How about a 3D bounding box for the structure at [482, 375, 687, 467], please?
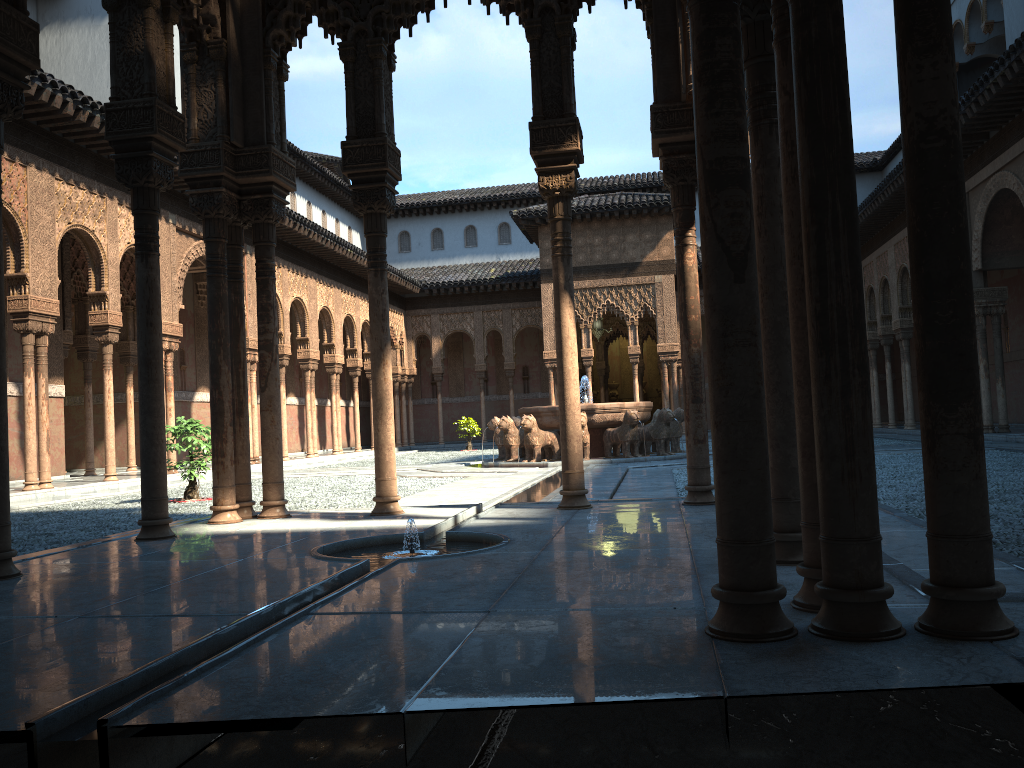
[{"bbox_3d":[1.631,0.806,19.436,4.508,1.991,4.508,-3,-3,9],"label":"structure"}]
